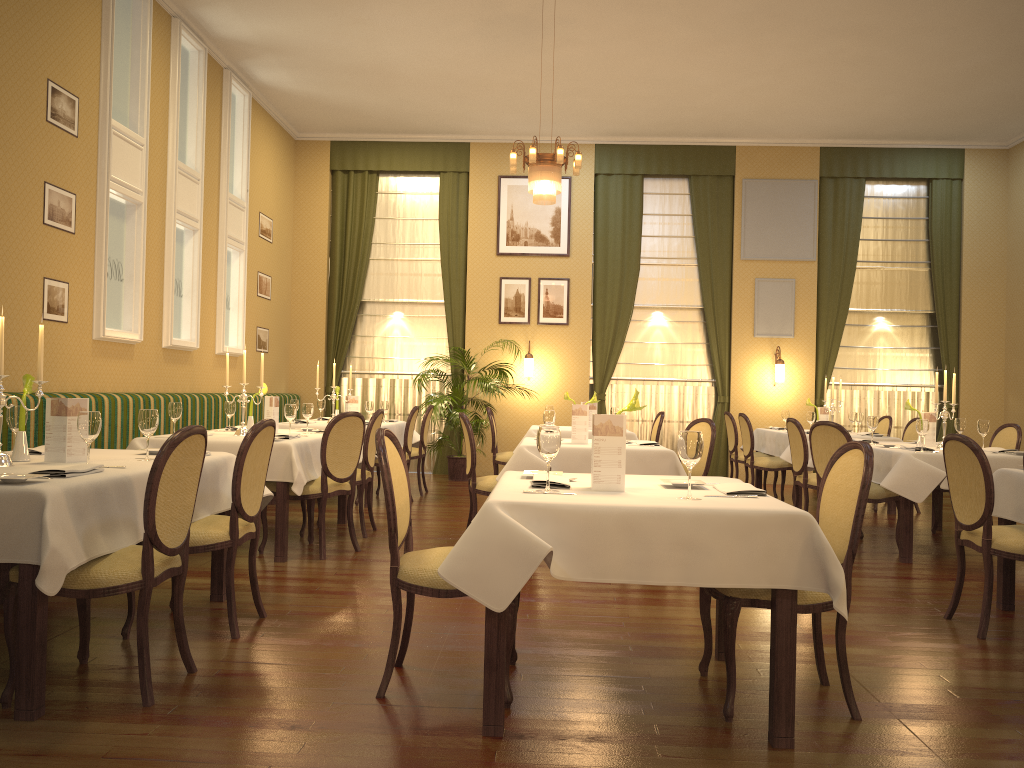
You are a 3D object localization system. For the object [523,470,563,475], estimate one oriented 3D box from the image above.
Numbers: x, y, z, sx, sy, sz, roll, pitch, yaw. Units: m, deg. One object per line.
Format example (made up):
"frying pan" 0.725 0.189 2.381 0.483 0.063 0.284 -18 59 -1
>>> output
"object" 0.127 0.371 3.600 0.160 0.024 0.160 1 -1 2

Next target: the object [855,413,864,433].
"object" 3.654 0.416 9.331 0.088 0.229 0.088 2 -1 -40

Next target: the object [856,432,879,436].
"object" 3.666 0.515 9.139 0.142 0.033 0.273 1 -1 2

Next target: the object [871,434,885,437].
"object" 3.647 0.514 8.820 0.160 0.024 0.160 1 -1 2

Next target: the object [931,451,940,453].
"object" 2.879 0.470 6.158 0.181 0.015 0.038 1 -1 4

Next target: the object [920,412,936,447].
"object" 3.297 0.360 6.970 0.166 0.277 0.081 2 -1 -26

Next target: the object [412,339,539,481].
"object" -0.536 0.307 11.087 1.496 1.807 1.552 2 -1 -17

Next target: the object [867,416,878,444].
"object" 2.938 0.376 7.227 0.088 0.229 0.088 2 -1 -40

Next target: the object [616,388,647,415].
"object" 0.412 0.199 3.307 0.163 0.375 0.076 2 -1 -21

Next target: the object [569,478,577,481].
"object" 0.168 0.375 3.496 0.181 0.015 0.038 1 -1 4

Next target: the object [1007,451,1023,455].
"object" 3.532 0.482 6.148 0.160 0.024 0.160 1 -1 2

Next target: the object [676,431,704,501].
"object" 0.600 0.273 2.987 0.088 0.229 0.088 2 -1 -40

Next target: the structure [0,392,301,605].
"structure" -2.904 0.564 4.526 0.850 1.031 14.516 1 -1 2

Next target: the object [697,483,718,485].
"object" 0.787 0.390 3.478 0.181 0.015 0.038 1 -1 4

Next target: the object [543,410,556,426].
"object" 0.258 0.299 6.164 0.088 0.229 0.088 1 -1 44

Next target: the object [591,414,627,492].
"object" 0.321 0.247 3.201 0.081 0.277 0.166 2 -1 -41

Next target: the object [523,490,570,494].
"object" 0.130 0.372 3.041 0.185 0.010 0.017 1 -1 4

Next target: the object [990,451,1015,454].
"object" 3.490 0.487 6.306 0.181 0.015 0.038 1 -1 4

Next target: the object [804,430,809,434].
"object" 3.065 0.500 9.132 0.142 0.033 0.273 1 -1 2

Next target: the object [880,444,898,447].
"object" 2.878 0.473 6.765 0.160 0.024 0.160 1 -1 2

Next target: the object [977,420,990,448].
"object" 3.539 0.385 6.659 0.088 0.229 0.088 1 -1 45

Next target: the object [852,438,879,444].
"object" 2.955 0.479 7.431 0.142 0.033 0.273 1 -1 2

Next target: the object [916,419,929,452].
"object" 2.891 0.364 6.248 0.088 0.229 0.088 2 -1 -40

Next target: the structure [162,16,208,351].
"structure" -3.100 -1.813 8.290 0.200 2.985 0.661 1 -1 2

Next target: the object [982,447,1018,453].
"object" 3.551 0.484 6.468 0.142 0.033 0.273 1 -1 2

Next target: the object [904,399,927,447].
"object" 3.153 0.305 6.929 0.163 0.375 0.076 1 -1 24

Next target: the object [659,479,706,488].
"object" 0.648 0.382 3.371 0.160 0.024 0.160 1 -1 2

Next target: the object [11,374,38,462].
"object" -2.102 0.143 3.824 0.076 0.375 0.163 2 -1 -16

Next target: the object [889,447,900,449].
"object" 2.918 0.479 6.638 0.185 0.010 0.017 1 -1 4

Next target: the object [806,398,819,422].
"object" 3.267 0.336 9.600 0.163 0.375 0.076 1 -1 24

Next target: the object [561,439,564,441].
"object" 0.298 0.411 6.533 0.181 0.015 0.038 1 -1 4

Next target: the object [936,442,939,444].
"object" 3.643 0.500 7.414 0.142 0.024 0.273 1 -1 2

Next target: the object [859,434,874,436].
"object" 3.605 0.518 8.978 0.181 0.015 0.038 1 -1 4

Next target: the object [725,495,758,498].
"object" 0.757 0.387 3.071 0.185 0.010 0.017 1 -1 3

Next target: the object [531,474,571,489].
"object" 0.146 0.366 3.330 0.142 0.033 0.273 1 -1 2

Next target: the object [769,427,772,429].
"object" 3.051 0.515 10.372 0.160 0.024 0.160 1 -1 2

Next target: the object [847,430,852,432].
"object" 3.758 0.531 10.085 0.142 0.024 0.273 1 -1 2

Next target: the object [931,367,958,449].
"object" 3.290 0.170 6.738 0.131 0.655 0.390 1 -1 37

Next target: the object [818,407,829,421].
"object" 3.411 0.391 9.642 0.166 0.277 0.081 2 -1 -26

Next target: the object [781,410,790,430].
"object" 3.052 0.407 9.899 0.088 0.229 0.088 2 -1 -40

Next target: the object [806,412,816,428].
"object" 3.005 0.396 8.919 0.088 0.229 0.088 2 -1 -40

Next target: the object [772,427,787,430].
"object" 3.070 0.510 10.102 0.142 0.033 0.273 1 -1 2

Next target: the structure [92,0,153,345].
"structure" -3.151 -1.827 7.095 0.200 2.985 0.687 1 -1 2

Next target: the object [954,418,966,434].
"object" 3.651 0.393 7.225 0.088 0.229 0.088 2 -1 -40

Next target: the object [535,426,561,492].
"object" 0.128 0.263 3.126 0.088 0.229 0.088 2 -1 -40

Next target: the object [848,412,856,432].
"object" 3.761 0.424 9.799 0.088 0.229 0.088 2 -1 -40

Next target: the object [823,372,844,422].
"object" 3.404 0.202 9.409 0.390 0.655 0.131 2 -1 -32

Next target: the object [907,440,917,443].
"object" 3.460 0.495 7.527 0.160 0.024 0.160 1 -1 2

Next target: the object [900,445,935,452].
"object" 2.951 0.469 6.460 0.142 0.033 0.273 1 -1 2

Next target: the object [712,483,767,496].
"object" 0.832 0.386 3.258 0.142 0.024 0.273 1 -1 2
